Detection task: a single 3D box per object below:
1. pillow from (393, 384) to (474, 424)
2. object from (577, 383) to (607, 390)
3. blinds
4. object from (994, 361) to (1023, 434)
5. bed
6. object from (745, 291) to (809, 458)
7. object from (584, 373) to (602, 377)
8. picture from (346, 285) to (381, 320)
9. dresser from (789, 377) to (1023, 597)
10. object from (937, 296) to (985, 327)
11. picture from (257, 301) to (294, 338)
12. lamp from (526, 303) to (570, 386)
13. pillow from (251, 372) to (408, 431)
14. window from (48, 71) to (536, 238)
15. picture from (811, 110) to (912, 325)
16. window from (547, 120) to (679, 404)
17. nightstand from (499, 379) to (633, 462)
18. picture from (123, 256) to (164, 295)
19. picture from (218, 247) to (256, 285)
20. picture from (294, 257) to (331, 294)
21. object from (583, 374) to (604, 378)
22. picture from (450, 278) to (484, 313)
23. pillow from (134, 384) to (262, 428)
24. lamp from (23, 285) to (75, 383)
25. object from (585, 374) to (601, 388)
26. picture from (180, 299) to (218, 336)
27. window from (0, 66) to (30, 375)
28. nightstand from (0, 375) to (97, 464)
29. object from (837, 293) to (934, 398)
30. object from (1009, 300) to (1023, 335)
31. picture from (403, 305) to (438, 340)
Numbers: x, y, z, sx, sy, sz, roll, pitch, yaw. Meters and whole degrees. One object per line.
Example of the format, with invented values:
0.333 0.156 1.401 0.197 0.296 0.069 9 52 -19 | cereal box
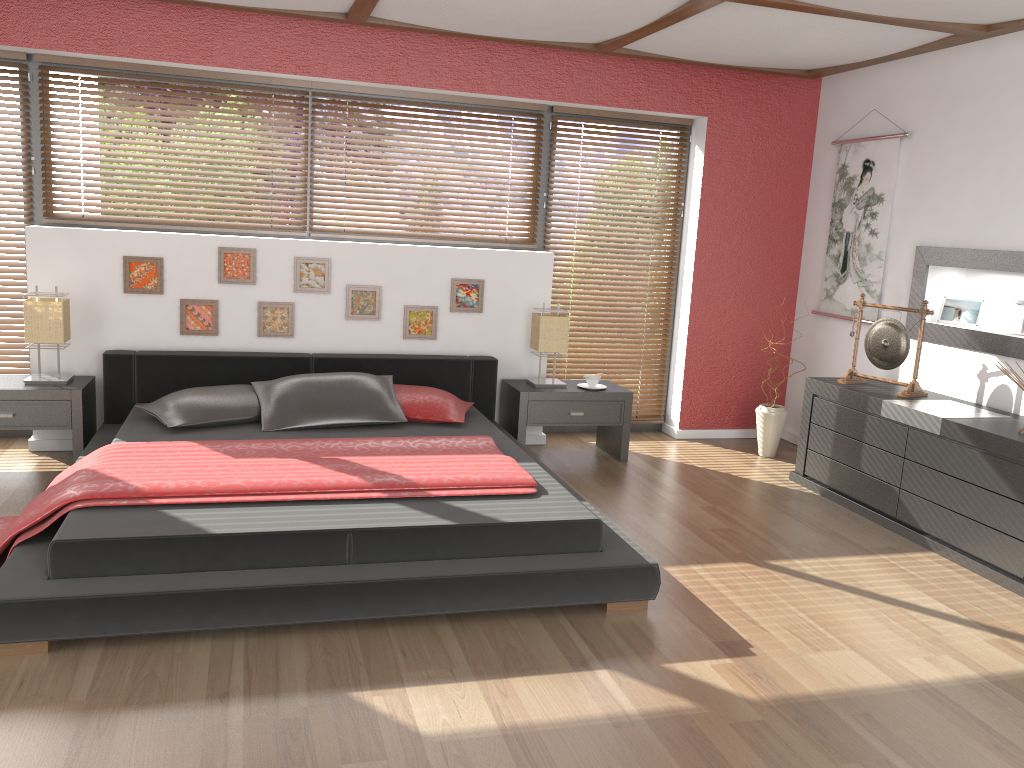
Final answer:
-0.591 0.101 4.779 0.745 0.172 0.418 4 10 2 | pillow
0.479 0.016 5.314 0.179 0.012 0.179 5 10 8 | object
-1.218 -0.731 5.294 4.840 1.952 0.032 0 11 -16 | blinds
2.283 0.082 3.736 0.481 0.282 0.481 12 13 39 | object
-0.969 0.318 3.950 2.469 0.577 2.413 0 11 -16 | bed
1.602 -0.051 5.559 0.422 1.035 0.364 -5 13 -41 | object
0.486 -0.054 5.308 0.007 0.007 0.192 11 13 37 | object
-0.861 -0.472 5.146 0.200 0.200 0.010 0 11 -16 | picture
2.117 0.416 4.335 0.540 0.608 1.740 0 11 -16 | dresser
2.425 -0.394 4.794 0.041 0.146 0.226 -4 13 -36 | object
-1.338 -0.365 5.028 0.200 0.200 0.010 0 11 -16 | picture
0.219 -0.243 5.289 0.200 0.480 0.200 0 11 -16 | lamp
-0.933 0.074 4.526 0.744 0.241 0.386 0 11 -21 | pillow
-1.200 -1.313 5.258 2.817 0.786 0.020 0 11 -16 | window
2.118 -1.020 5.409 0.028 1.270 0.701 0 11 -16 | picture
0.638 -0.766 5.901 0.889 1.893 0.020 0 11 -16 | window
0.318 0.219 5.365 0.700 0.423 0.413 0 11 -16 | nightstand
-1.992 -0.587 4.794 0.200 0.200 0.010 0 11 -16 | picture
-1.524 -0.654 4.917 0.200 0.200 0.010 0 11 -16 | picture
-1.134 -0.617 5.038 0.200 0.200 0.010 0 11 -16 | picture
0.484 -0.050 5.285 0.007 0.007 0.192 13 14 42 | object
-0.268 -0.528 5.308 0.200 0.200 0.010 0 11 -16 | picture
-1.451 0.105 4.473 0.745 0.172 0.418 -5 13 -41 | pillow
-2.370 -0.261 4.531 0.200 0.480 0.200 0 11 -16 | lamp
0.481 -0.016 5.309 0.099 0.069 0.099 5 10 8 | object
-1.732 -0.368 4.913 0.200 0.200 0.010 0 11 -16 | picture
-3.106 -0.792 4.805 0.889 1.893 0.020 0 11 -16 | window
-2.539 0.199 4.529 0.700 0.423 0.413 0 11 -16 | nightstand
1.989 -0.217 4.703 0.173 0.498 0.490 -3 12 -31 | object
2.569 -0.326 4.420 0.159 0.171 0.159 10 12 32 | object
-0.543 -0.364 5.261 0.200 0.200 0.010 0 11 -16 | picture
